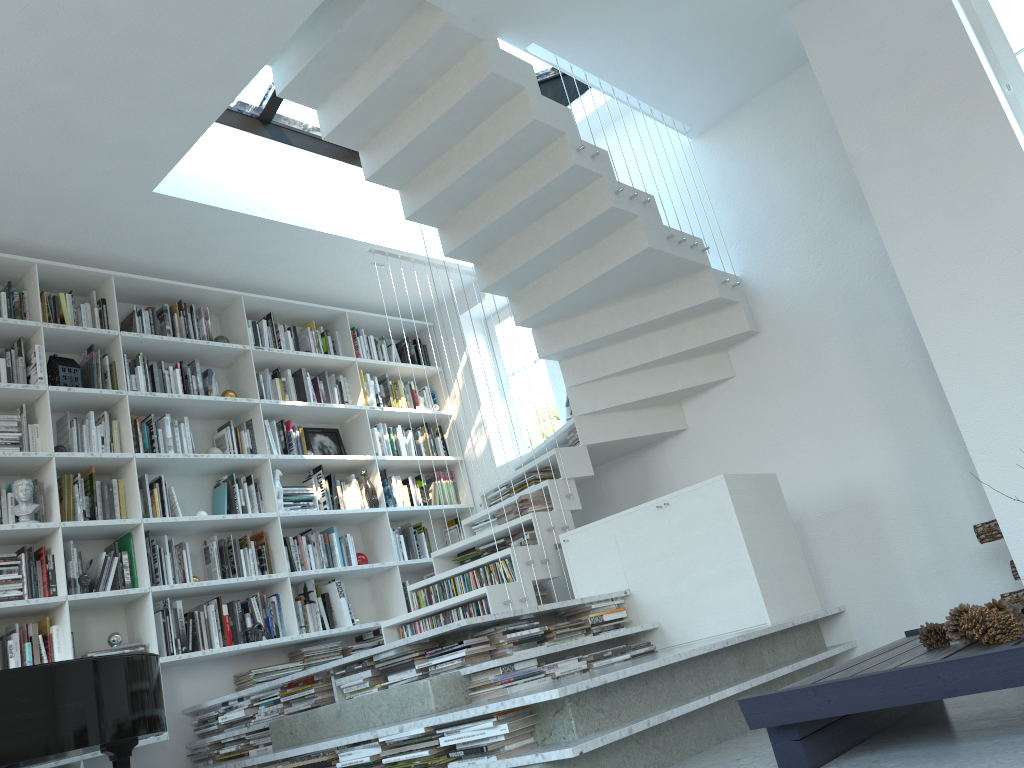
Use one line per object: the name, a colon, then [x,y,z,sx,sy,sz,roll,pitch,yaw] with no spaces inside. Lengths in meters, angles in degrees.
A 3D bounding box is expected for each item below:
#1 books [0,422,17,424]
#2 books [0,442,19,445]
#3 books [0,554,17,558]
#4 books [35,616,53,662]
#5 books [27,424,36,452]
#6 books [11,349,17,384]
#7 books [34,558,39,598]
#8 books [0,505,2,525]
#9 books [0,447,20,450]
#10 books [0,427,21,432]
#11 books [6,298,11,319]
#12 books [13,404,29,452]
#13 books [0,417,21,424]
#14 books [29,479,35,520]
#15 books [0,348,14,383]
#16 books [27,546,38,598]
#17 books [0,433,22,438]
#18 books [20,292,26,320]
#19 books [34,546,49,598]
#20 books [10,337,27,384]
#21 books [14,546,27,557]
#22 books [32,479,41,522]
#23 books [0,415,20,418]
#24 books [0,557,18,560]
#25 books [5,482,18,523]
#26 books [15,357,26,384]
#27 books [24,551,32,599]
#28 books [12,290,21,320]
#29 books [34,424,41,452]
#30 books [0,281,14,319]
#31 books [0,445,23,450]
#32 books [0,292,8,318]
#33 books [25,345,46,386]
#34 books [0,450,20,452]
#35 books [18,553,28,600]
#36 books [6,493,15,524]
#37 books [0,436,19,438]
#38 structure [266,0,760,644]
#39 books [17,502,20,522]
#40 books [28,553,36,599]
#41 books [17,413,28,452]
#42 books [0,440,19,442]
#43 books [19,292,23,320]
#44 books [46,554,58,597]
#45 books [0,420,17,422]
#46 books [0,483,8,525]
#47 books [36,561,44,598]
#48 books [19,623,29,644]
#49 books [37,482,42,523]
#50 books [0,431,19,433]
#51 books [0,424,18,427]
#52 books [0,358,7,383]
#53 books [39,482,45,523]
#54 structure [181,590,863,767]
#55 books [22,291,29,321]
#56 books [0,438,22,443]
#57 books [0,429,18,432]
books: [-2.697,0.226,4.538,0.254,0.012,0.161,5,-25,-46]
books: [-2.670,0.328,4.507,0.254,0.012,0.161,5,-25,-46]
books: [-2.565,0.858,4.298,0.254,0.012,0.161,3,-25,-44]
books: [-2.295,1.307,4.352,0.149,0.299,0.011,-28,-22,37]
books: [-2.544,0.334,4.648,0.172,0.198,0.030,-28,-22,37]
books: [-2.678,-0.038,4.721,0.133,0.260,0.029,-28,-22,37]
books: [-2.399,0.999,4.426,0.134,0.232,0.013,-28,-22,37]
books: [-2.579,0.662,4.421,0.114,0.206,0.022,-28,-22,37]
books: [-2.666,0.351,4.501,0.161,0.012,0.254,-28,-22,36]
books: [-2.692,0.251,4.532,0.160,0.012,0.285,-28,-22,36]
books: [-2.760,-0.347,4.830,0.135,0.203,0.014,-28,-22,37]
books: [-2.574,0.278,4.652,0.140,0.318,0.012,-28,-22,37]
books: [-2.698,0.200,4.541,0.160,0.012,0.285,-26,-21,33]
books: [-2.486,0.639,4.546,0.108,0.278,0.025,-28,-21,37]
books: [-2.685,-0.040,4.687,0.174,0.247,0.032,-28,-22,37]
books: [-2.409,0.970,4.421,0.152,0.287,0.011,-28,-22,37]
books: [-2.680,0.283,4.519,0.285,0.012,0.160,4,-25,-45]
books: [-2.710,-0.363,4.877,0.153,0.238,0.014,-28,-22,37]
books: [-2.370,0.973,4.445,0.186,0.278,0.011,-28,-22,37]
books: [-2.649,-0.070,4.765,0.156,0.333,0.012,-28,-22,37]
books: [-2.437,0.970,4.415,0.130,0.298,0.011,-28,-22,37]
books: [-2.460,0.640,4.548,0.154,0.265,0.014,-28,-22,37]
books: [-2.705,0.192,4.549,0.285,0.012,0.160,5,-25,-46]
books: [-2.563,0.871,4.295,0.161,0.012,0.254,-27,-21,34]
books: [-2.535,0.641,4.486,0.135,0.262,0.014,-28,-22,37]
books: [-2.641,-0.014,4.725,0.192,0.202,0.029,-28,-22,37]
books: [-2.422,0.977,4.386,0.184,0.260,0.011,-28,-22,37]
books: [-2.733,-0.368,4.851,0.161,0.243,0.028,-28,-22,37]
books: [-2.529,0.335,4.675,0.159,0.204,0.030,-28,-22,37]
books: [-2.759,-0.396,4.850,0.138,0.307,0.012,-28,-22,37]
books: [-2.666,0.338,4.502,0.160,0.012,0.285,-27,-21,34]
books: [-2.763,-0.363,4.773,0.193,0.201,0.023,-28,-22,37]
books: [-2.569,-0.047,4.738,0.273,0.236,0.037,-28,-22,37]
books: [-2.665,0.363,4.499,0.161,0.012,0.254,-28,-22,37]
books: [-2.431,0.980,4.377,0.161,0.253,0.012,-28,-22,37]
books: [-2.538,0.664,4.454,0.149,0.201,0.035,-28,-22,37]
books: [-2.680,0.295,4.518,0.161,0.012,0.254,-29,-22,38]
structure: [-0.112,-0.142,4.783,1.960,3.370,2.615,-28,-22,37]
books: [-2.516,0.666,4.484,0.146,0.205,0.012,-28,-22,37]
books: [-2.413,0.985,4.409,0.163,0.255,0.013,-28,-22,37]
books: [-2.564,0.301,4.624,0.161,0.253,0.012,-28,-22,37]
books: [-2.673,0.317,4.510,0.161,0.012,0.254,-27,-22,35]
books: [-2.726,-0.363,4.873,0.145,0.243,0.014,-28,-22,37]
books: [-2.341,0.994,4.448,0.200,0.228,0.034,-28,-22,37]
books: [-2.703,0.216,4.544,0.161,0.012,0.254,-28,-22,37]
books: [-2.566,0.637,4.442,0.127,0.258,0.024,-28,-22,37]
books: [-2.385,1.007,4.435,0.132,0.216,0.021,-28,-22,37]
books: [-2.359,1.312,4.288,0.132,0.283,0.010,-28,-22,37]
books: [-2.458,0.648,4.565,0.137,0.260,0.014,-28,-22,37]
books: [-2.683,0.271,4.523,0.161,0.012,0.254,-27,-21,34]
books: [-2.689,0.236,4.531,0.254,0.012,0.161,3,-24,-43]
books: [-2.699,-0.014,4.657,0.176,0.187,0.029,-28,-22,37]
books: [-2.451,0.650,4.584,0.107,0.264,0.023,-28,-21,37]
structure: [-0.070,1.557,4.423,3.121,0.657,2.901,-28,-22,37]
books: [-2.705,-0.368,4.897,0.137,0.256,0.022,-28,-22,37]
books: [-2.678,0.307,4.515,0.160,0.012,0.285,-29,-22,38]
books: [-2.688,0.261,4.527,0.254,0.012,0.161,5,-25,-46]
